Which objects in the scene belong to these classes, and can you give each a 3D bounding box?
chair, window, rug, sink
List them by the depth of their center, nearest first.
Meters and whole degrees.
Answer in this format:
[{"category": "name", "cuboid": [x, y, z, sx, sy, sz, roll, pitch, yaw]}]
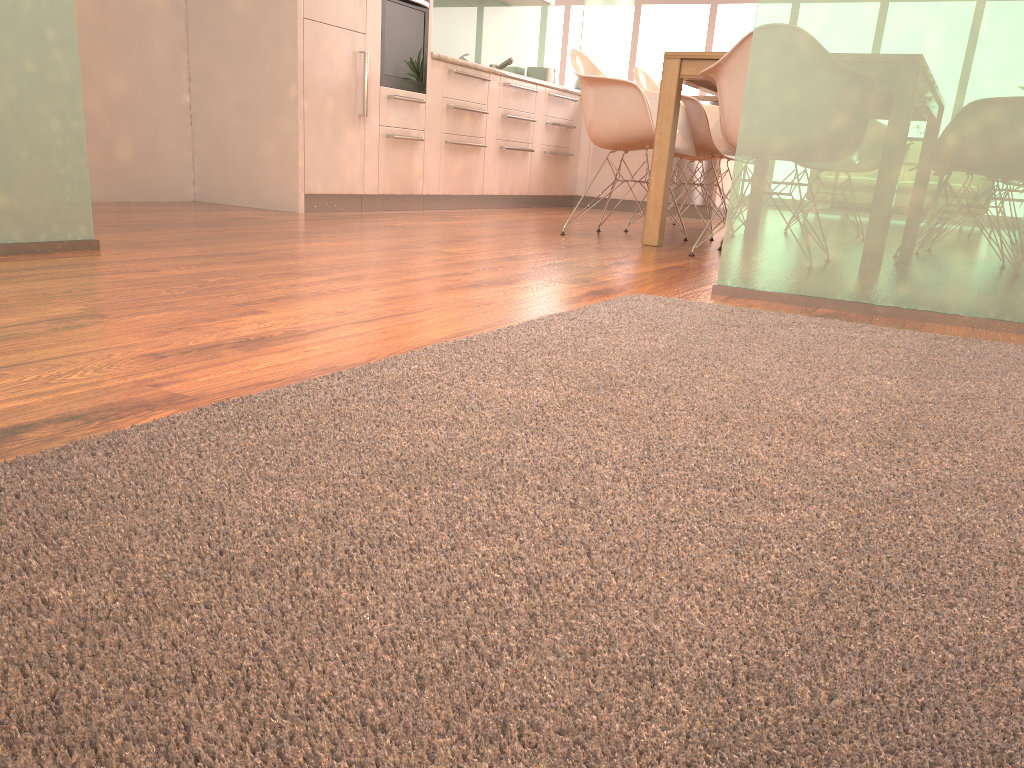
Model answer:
[{"category": "rug", "cuboid": [0.403, 0.074, 1.140, 1.272, 0.009, 2.026, 11, 16, 26]}, {"category": "chair", "cuboid": [1.080, -0.952, 3.626, 0.681, 0.886, 0.627, 11, 18, 20]}, {"category": "chair", "cuboid": [0.565, -1.173, 4.330, 0.640, 0.873, 0.667, 11, 18, 20]}, {"category": "chair", "cuboid": [0.948, -1.278, 4.887, 0.640, 0.886, 0.667, 11, 18, 20]}, {"category": "chair", "cuboid": [1.192, -1.420, 5.524, 0.640, 0.886, 0.667, 11, 18, 20]}, {"category": "sink", "cuboid": [0.066, -2.373, 6.976, 0.613, 0.394, 0.628, 12, 17, 25]}, {"category": "window", "cuboid": [2.516, -4.117, 11.447, 8.516, 3.377, 0.060, 11, 20, 25]}]

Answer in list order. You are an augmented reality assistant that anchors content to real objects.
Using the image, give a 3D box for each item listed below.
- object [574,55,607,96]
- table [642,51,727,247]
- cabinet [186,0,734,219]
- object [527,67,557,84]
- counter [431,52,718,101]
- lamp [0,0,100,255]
[{"category": "object", "cuboid": [0.657, -2.586, 7.404, 0.259, 0.314, 0.258, 19, 22, 40]}, {"category": "table", "cuboid": [1.554, -1.131, 4.580, 1.020, 0.833, 2.027, 12, 17, 26]}, {"category": "cabinet", "cuboid": [0.181, -2.317, 5.808, 1.904, 2.342, 4.151, 12, 17, 26]}, {"category": "object", "cuboid": [0.260, -2.615, 7.616, 0.235, 0.208, 0.150, 12, 19, 25]}, {"category": "counter", "cuboid": [1.060, -2.698, 5.911, 3.199, 1.387, 3.000, 11, 16, 25]}, {"category": "lamp", "cuboid": [1.094, -2.331, 3.752, 8.105, 3.500, 0.439, -10, 23, -43]}]
